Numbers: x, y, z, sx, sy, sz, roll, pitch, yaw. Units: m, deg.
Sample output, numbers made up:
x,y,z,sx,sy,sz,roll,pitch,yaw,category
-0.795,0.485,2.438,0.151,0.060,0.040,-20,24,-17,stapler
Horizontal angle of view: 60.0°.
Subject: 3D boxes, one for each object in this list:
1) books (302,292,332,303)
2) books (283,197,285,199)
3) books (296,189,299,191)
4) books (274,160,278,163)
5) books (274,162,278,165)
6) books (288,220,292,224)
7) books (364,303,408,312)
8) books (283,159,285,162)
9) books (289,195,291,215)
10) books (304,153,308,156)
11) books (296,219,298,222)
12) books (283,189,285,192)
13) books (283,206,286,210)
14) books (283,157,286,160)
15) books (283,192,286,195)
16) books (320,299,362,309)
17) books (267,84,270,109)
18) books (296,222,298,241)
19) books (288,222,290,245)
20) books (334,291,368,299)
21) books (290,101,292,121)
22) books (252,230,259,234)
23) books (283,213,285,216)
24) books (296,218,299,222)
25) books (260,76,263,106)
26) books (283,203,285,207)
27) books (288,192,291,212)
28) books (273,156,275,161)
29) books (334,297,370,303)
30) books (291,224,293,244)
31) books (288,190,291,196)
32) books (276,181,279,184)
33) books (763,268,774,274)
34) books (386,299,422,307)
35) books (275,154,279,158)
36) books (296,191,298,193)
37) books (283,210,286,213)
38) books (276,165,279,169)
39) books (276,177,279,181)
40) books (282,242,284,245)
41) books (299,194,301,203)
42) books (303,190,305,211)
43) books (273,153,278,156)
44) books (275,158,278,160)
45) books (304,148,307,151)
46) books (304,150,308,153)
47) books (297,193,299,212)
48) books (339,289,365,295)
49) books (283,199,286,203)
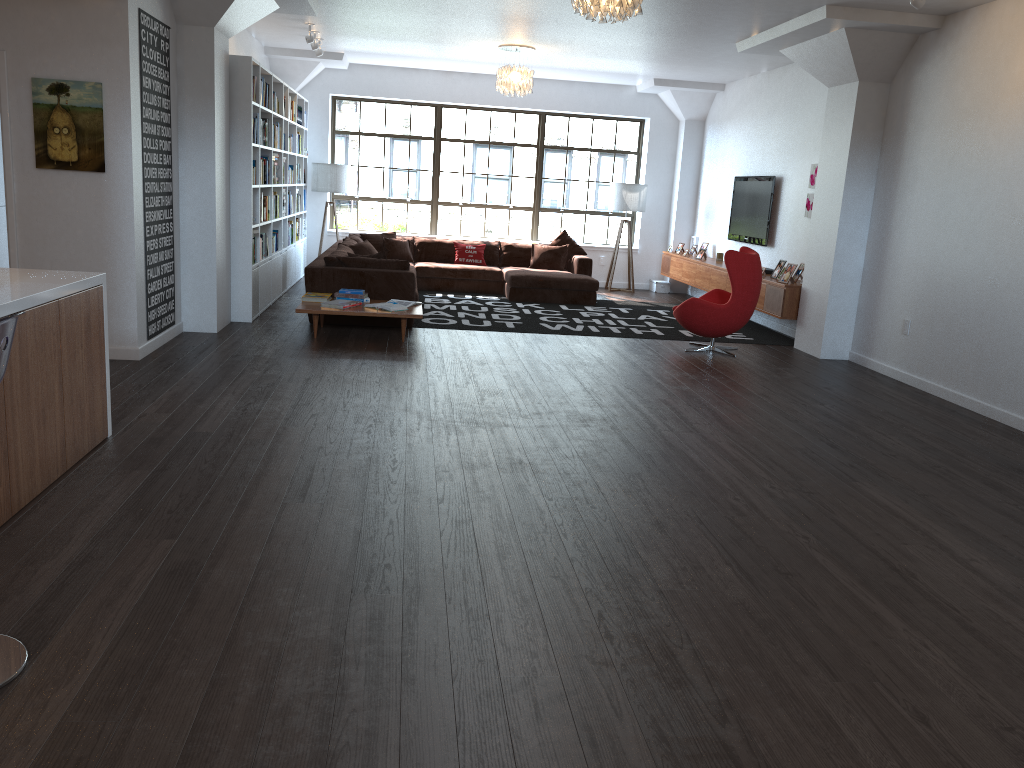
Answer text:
x,y,z,sx,sy,sz,roll,pitch,yaw,category
-1.827,-0.812,8.321,0.241,0.045,0.334,2,13,-5,books
-2.805,-2.208,10.491,0.223,0.032,0.161,2,13,-7,books
-2.912,-2.537,11.557,0.224,0.030,0.161,4,12,3,books
-2.748,-2.514,9.986,0.223,0.027,0.161,0,13,-17,books
-2.733,-2.480,9.971,0.161,0.033,0.223,2,13,-7,books
-2.899,-1.944,11.337,0.176,0.290,0.036,2,13,-7,books
-1.145,-0.706,8.059,0.342,0.040,0.231,12,15,32,books
-2.756,-2.598,10.294,0.223,0.031,0.161,2,13,-7,books
-2.828,-2.219,10.936,0.182,0.253,0.098,2,13,-7,books
-2.990,-3.177,12.232,0.284,0.035,0.197,9,13,22,books
-2.975,-2.067,11.879,0.198,0.284,0.066,2,13,-7,books
-2.787,-2.287,10.461,0.185,0.041,0.129,5,13,7,books
-2.830,-2.097,10.529,0.259,0.040,0.180,2,13,-7,books
-2.755,-2.628,10.295,0.224,0.030,0.161,4,12,3,books
-2.786,-2.257,10.475,0.208,0.024,0.144,3,12,-2,books
-1.545,-0.722,8.020,0.236,0.035,0.340,8,13,17,books
-2.580,-2.945,9.084,0.182,0.255,0.077,2,13,-7,books
-2.953,-2.039,11.828,0.183,0.253,0.037,2,13,-7,books
-2.866,-1.884,11.073,0.176,0.290,0.053,2,13,-7,books
-1.522,-0.845,8.413,0.279,0.035,0.191,4,12,3,books
-2.790,-3.354,10.884,0.171,0.246,0.057,2,13,-7,books
-2.565,-1.470,8.520,0.223,0.027,0.161,4,12,2,books
-2.825,-2.016,10.520,0.246,0.038,0.171,2,13,-7,books
-2.957,-2.097,11.990,0.140,0.298,0.044,2,13,-7,books
-2.547,-2.884,8.734,0.176,0.293,0.125,2,13,-7,books
-2.812,-2.134,10.508,0.231,0.044,0.168,1,13,-12,books
-2.855,-2.261,11.031,0.197,0.290,0.136,2,13,-7,books
-2.666,-2.444,9.577,0.174,0.045,0.240,2,13,-7,books
-1.519,-0.809,8.418,0.312,0.037,0.216,0,13,-17,books
-2.887,-1.918,11.309,0.183,0.253,0.034,2,13,-7,books
-2.857,-2.276,11.092,0.176,0.293,0.125,2,13,-7,books
-2.733,-2.281,10.007,0.171,0.039,0.246,2,13,-7,books
2.921,-1.325,10.378,0.250,0.053,0.400,2,13,-7,books
-1.029,-0.776,8.412,0.256,0.035,0.350,8,13,18,books
-2.715,-2.568,9.965,0.129,0.043,0.185,5,13,7,books
-2.913,-2.506,11.556,0.223,0.031,0.161,2,13,-7,books
-2.826,-2.054,10.514,0.251,0.037,0.160,3,12,-2,books
-2.728,-2.443,9.974,0.183,0.042,0.253,2,13,-7,books
-2.733,-2.319,9.996,0.160,0.039,0.251,3,12,-2,books
-2.878,-1.685,10.559,0.284,0.033,0.197,-1,13,-22,books
-2.971,-2.470,12.084,0.168,0.228,0.139,2,13,-7,books
-3.015,-2.607,12.546,0.176,0.290,0.053,2,13,-7,books
-2.653,-2.475,9.549,0.223,0.027,0.161,4,12,2,books
-2.725,-2.536,9.975,0.144,0.024,0.208,3,12,-2,books
-2.983,-3.241,12.213,0.254,0.032,0.174,10,14,27,books
-2.988,-3.211,12.225,0.284,0.033,0.197,5,13,8,books
-2.945,-2.433,11.864,0.183,0.253,0.042,2,13,-7,books
-1.515,-0.875,8.405,0.224,0.027,0.157,3,12,-2,books
-2.813,-2.173,10.491,0.253,0.040,0.183,2,13,-7,books
